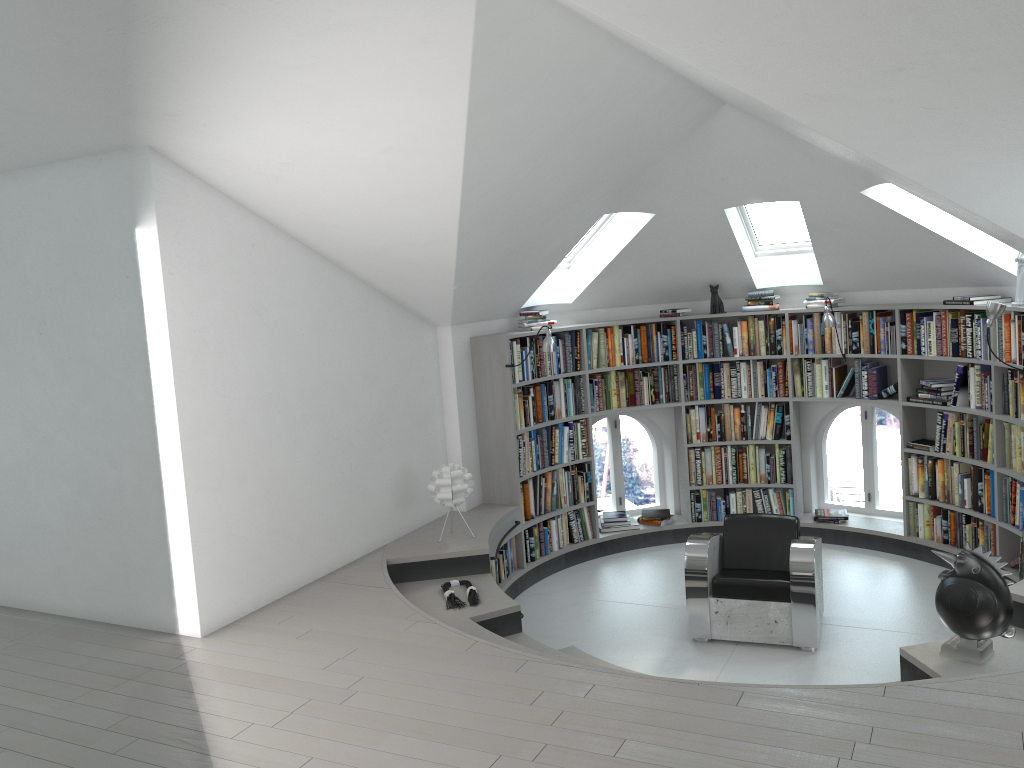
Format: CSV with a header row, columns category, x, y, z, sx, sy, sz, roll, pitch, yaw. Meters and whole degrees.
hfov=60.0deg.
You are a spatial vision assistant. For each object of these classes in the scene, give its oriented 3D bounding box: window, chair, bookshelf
category,x,y,z,sx,sy,sz,roll,pitch,yaw
window,1.996,-1.371,6.994,4.053,0.711,1.938,-1,7,27
chair,1.665,1.311,6.047,0.823,0.718,0.743,-2,6,22
window,2.090,0.696,8.166,3.229,1.148,0.619,-3,5,13
bookshelf,2.127,0.386,7.140,4.331,1.875,2.115,-1,7,27

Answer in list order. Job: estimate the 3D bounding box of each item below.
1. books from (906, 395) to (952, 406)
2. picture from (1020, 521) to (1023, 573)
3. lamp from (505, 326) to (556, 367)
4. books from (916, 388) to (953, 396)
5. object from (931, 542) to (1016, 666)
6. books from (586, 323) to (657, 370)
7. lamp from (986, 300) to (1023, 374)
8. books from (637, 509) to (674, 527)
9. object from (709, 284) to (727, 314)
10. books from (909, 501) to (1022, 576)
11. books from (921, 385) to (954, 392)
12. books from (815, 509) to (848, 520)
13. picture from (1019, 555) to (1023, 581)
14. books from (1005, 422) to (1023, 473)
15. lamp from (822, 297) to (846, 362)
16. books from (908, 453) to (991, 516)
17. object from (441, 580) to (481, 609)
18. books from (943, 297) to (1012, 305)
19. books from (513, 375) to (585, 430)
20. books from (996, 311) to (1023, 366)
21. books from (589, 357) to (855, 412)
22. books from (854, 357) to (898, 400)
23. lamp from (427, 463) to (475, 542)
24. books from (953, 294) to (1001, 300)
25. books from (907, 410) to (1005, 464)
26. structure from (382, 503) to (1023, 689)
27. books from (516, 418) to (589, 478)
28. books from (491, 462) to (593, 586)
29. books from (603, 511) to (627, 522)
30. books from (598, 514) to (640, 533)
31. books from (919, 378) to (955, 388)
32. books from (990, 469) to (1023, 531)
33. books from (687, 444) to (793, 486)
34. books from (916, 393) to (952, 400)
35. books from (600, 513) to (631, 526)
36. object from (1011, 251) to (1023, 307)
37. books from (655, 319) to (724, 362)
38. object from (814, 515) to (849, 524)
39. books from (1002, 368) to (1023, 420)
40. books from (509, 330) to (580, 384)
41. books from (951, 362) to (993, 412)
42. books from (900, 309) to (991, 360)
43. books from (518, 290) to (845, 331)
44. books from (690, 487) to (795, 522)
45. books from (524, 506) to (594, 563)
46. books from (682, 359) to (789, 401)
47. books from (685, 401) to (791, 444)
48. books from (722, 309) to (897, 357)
category,x,y,z,sx,sy,sz,roll,pitch,yaw
books,3.404,0.117,6.997,0.366,0.042,0.388,-7,7,-22
picture,3.337,1.151,5.653,0.090,0.861,0.580,-3,6,17
lamp,0.147,-0.297,6.953,0.413,0.311,0.117,-2,6,24
books,3.399,0.053,6.992,0.269,0.031,0.286,-6,7,-12
object,2.193,1.029,4.221,0.320,0.561,0.321,-4,5,1
books,0.924,-0.348,7.950,0.793,0.372,0.269,-6,6,-19
lamp,3.251,-0.291,5.785,0.275,0.524,0.112,-3,5,18
books,1.325,1.229,8.157,0.318,0.099,0.292,-1,7,29
object,1.847,-0.764,7.968,0.147,0.264,0.202,-2,6,24
books,3.532,1.135,6.605,0.360,0.310,1.500,-5,6,-10
books,3.397,0.023,6.989,0.213,0.036,0.227,-6,7,-12
books,2.823,1.155,7.839,0.268,0.029,0.254,-2,7,18
picture,3.228,1.334,5.529,0.107,0.554,0.491,-3,6,18
books,3.530,0.476,5.809,0.275,0.347,1.024,-3,6,13
lamp,2.666,-0.445,7.345,0.113,0.565,0.358,-1,6,34
books,3.464,0.744,6.857,0.272,0.350,0.873,-6,7,-21
object,-0.328,1.326,5.606,0.218,0.082,0.474,-5,7,-10
books,3.470,-0.617,6.618,0.316,0.036,0.337,-5,7,-10
books,0.214,0.149,7.510,0.303,0.347,1.091,1,8,43
books,3.471,-0.288,5.763,0.292,0.361,1.017,-3,6,10
books,1.798,-0.011,7.912,2.528,0.370,0.592,-3,6,8
books,3.082,-0.048,7.358,0.225,0.340,0.399,-9,8,-42
lamp,-0.424,0.833,6.294,0.305,0.523,0.306,-3,5,16
books,3.468,-0.645,6.615,0.233,0.027,0.248,-4,6,0
books,3.455,0.373,6.742,0.252,0.351,0.975,-6,7,-20
structure,1.556,1.332,5.986,4.713,0.691,4.718,-6,7,-17
books,0.255,0.527,7.494,0.260,0.358,1.022,1,8,44
books,0.124,1.111,7.343,0.390,0.694,1.645,0,7,37
books,0.946,1.218,8.156,0.213,0.036,0.227,-4,6,4
books,0.951,1.283,8.161,0.365,0.042,0.389,-5,6,-6
books,3.395,-0.009,6.986,0.269,0.031,0.286,-3,7,8
books,3.557,0.847,5.911,0.303,0.358,1.187,-3,6,9
books,2.095,0.714,8.071,1.031,0.356,0.293,-3,6,12
books,3.402,0.084,6.994,0.269,0.031,0.286,-8,7,-27
books,0.949,1.250,8.158,0.269,0.031,0.286,-4,6,4
object,3.457,-0.762,5.966,0.179,0.471,0.179,-1,6,36
books,1.594,-0.400,8.066,0.682,0.345,0.265,-4,5,4
object,2.826,1.185,7.841,0.226,0.036,0.214,2,9,44
books,3.496,0.095,5.785,0.279,0.357,1.055,-3,6,13
books,0.183,-0.233,7.456,0.300,0.360,1.035,1,8,43
books,3.519,0.008,6.535,0.256,0.350,0.554,-6,6,-16
books,3.387,-0.396,6.745,0.306,0.366,0.971,-6,7,-19
books,1.438,-0.669,7.786,2.814,0.173,0.749,-5,6,-2
books,2.105,1.075,8.101,1.018,0.306,0.288,-3,6,12
books,0.328,1.257,7.623,0.920,0.319,0.283,-10,8,-44
books,2.034,-0.051,8.049,1.028,0.358,0.301,-3,6,13
books,2.053,0.331,8.040,0.997,0.351,0.298,-3,6,11
books,2.597,-0.443,7.684,1.565,0.366,0.395,0,7,33
